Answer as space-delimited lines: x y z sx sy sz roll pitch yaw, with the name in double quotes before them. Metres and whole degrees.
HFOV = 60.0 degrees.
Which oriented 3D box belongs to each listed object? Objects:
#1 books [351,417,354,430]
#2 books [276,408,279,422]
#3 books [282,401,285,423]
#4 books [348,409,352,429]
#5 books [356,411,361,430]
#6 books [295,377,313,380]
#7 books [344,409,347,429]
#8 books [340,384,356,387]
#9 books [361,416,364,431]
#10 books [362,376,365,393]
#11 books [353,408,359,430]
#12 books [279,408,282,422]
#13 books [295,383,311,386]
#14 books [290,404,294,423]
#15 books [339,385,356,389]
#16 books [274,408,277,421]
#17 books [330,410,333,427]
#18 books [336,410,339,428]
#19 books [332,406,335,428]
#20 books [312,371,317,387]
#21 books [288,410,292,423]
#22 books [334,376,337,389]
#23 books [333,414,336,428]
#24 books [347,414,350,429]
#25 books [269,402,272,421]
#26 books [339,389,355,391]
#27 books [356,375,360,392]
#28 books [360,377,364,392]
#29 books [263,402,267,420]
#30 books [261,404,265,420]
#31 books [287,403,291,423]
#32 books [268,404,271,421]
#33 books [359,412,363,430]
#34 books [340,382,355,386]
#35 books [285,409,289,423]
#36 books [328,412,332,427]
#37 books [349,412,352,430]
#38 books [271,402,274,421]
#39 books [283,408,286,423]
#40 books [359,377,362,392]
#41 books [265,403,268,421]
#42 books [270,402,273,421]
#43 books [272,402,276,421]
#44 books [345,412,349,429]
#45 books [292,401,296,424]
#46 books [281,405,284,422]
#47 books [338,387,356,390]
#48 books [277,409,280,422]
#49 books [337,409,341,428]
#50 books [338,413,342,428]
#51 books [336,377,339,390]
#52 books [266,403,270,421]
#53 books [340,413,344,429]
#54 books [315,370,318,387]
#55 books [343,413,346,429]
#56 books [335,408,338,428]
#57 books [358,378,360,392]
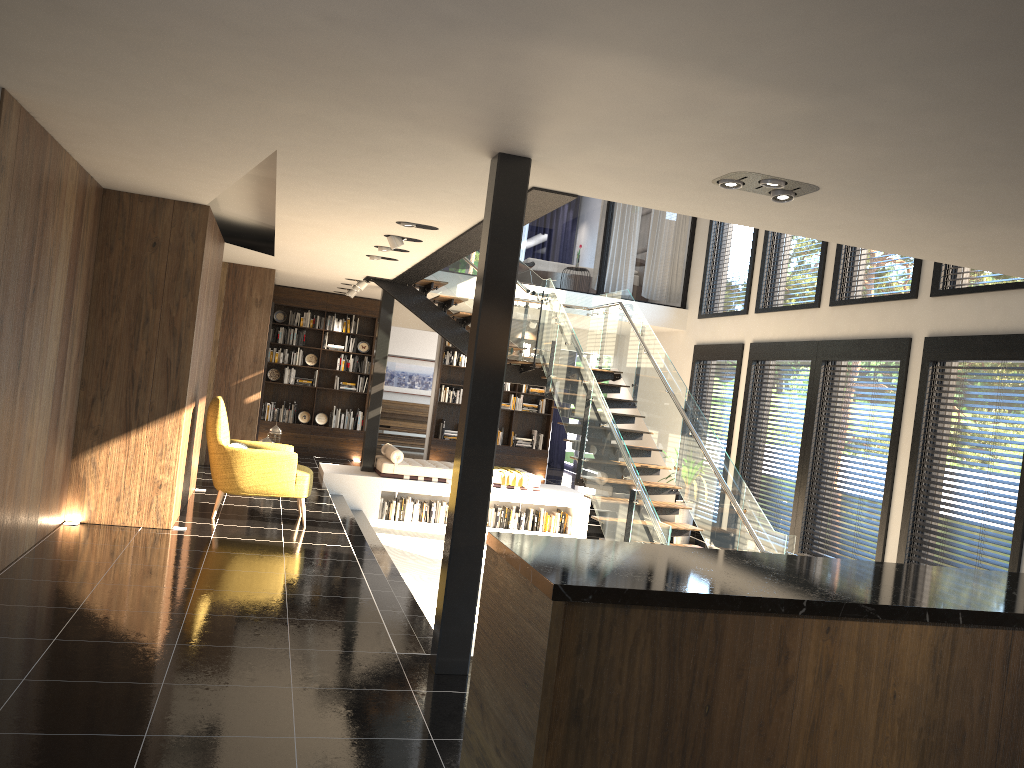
"books" -2.660 0.655 14.744 0.032 0.195 0.134 7 0 -15
"books" -3.812 0.500 14.398 0.021 0.217 0.220 7 0 -15
"books" -3.714 0.450 14.409 0.016 0.341 0.217 7 0 -15
"books" -2.695 0.581 14.699 0.016 0.332 0.195 7 0 -15
"books" -2.552 0.608 14.747 0.035 0.315 0.168 7 0 -15
"books" -3.396 -0.084 14.485 0.292 0.013 0.187 7 0 -13
"books" -2.758 0.579 14.682 0.012 0.322 0.177 7 0 -15
"books" -2.727 0.021 14.703 0.266 0.019 0.157 7 0 -14
"books" -2.499 0.649 14.767 0.029 0.247 0.139 7 0 -15
"books" -2.475 0.006 14.734 0.013 0.267 0.177 7 0 -15
"books" -2.597 0.582 14.730 0.065 0.354 0.164 7 0 -15
"books" -3.766 0.504 14.427 0.026 0.222 0.209 7 0 -15
"books" -3.412 0.008 14.502 0.262 0.032 0.154 7 0 -13
"books" -3.587 0.485 14.464 0.027 0.304 0.204 7 0 -15
"books" -2.728 0.046 14.697 0.263 0.030 0.159 7 0 -18
"books" -3.852 0.498 14.436 0.035 0.212 0.159 7 0 -15
"books" -2.980 0.573 14.646 0.024 0.278 0.135 7 0 -15
"books" -2.892 0.579 14.672 0.019 0.289 0.145 7 0 -15
"books" -2.944 0.537 14.610 0.017 0.359 0.189 7 0 -15
"books" -3.239 -0.086 14.546 0.032 0.261 0.157 7 0 -15
"books" -3.627 0.528 14.475 0.033 0.208 0.192 7 0 -15
"books" -2.916 -0.026 14.652 0.028 0.224 0.161 7 0 -15
"books" -2.940 0.610 14.660 0.034 0.215 0.104 7 0 -15
"books" -2.724 0.619 14.712 0.022 0.250 0.144 7 0 -15
"books" -3.910 0.445 14.374 0.016 0.304 0.217 7 0 -15
"books" -2.735 0.098 14.700 0.245 0.021 0.159 7 0 -13
"books" -2.565 -0.010 14.724 0.014 0.279 0.202 7 0 -15
"books" -2.513 0.007 14.773 0.038 0.257 0.138 7 0 -15
"books" -4.007 0.441 14.390 0.032 0.288 0.179 7 0 -15
"books" -4.038 0.450 14.375 0.032 0.261 0.194 7 0 -15
"books" -3.638 0.469 14.449 0.016 0.322 0.218 7 0 -15
"books" -3.929 0.460 14.364 0.022 0.269 0.215 7 0 -15
"books" -2.521 0.616 14.749 0.029 0.306 0.149 7 0 -15
"books" -2.726 -0.004 14.711 0.239 0.031 0.146 7 0 -15
"books" -3.674 0.515 14.462 0.036 0.222 0.173 7 0 -15
"books" -3.006 0.587 14.647 0.023 0.244 0.135 7 0 -15
"books" -2.681 0.603 14.704 0.018 0.292 0.191 7 0 -15
"books" -3.887 0.449 14.409 0.018 0.301 0.195 7 0 -15
"books" -3.708 0.511 14.453 0.034 0.223 0.208 7 0 -15
"books" -2.528 0.010 14.725 0.014 0.247 0.192 7 0 -15
"books" -3.977 0.447 14.365 0.014 0.282 0.232 7 0 -15
"books" -3.893 0.446 14.372 0.015 0.306 0.222 7 0 -15
"books" -3.867 0.450 14.408 0.020 0.304 0.189 7 0 -15
"books" -2.742 0.599 14.691 0.029 0.286 0.137 7 0 -15
"books" -3.556 0.462 14.447 0.019 0.356 0.235 7 0 -15
"books" -3.738 0.477 14.422 0.017 0.282 0.232 7 0 -15
"books" -2.729 0.074 14.689 0.271 0.028 0.174 7 0 -20
"books" -3.796 0.508 14.430 0.029 0.207 0.166 7 0 -15
"books" -2.868 0.566 14.662 0.019 0.321 0.161 7 0 -15
"books" -2.852 0.603 14.689 0.034 0.250 0.114 7 0 -15
"books" -2.879 -0.013 14.632 0.036 0.206 0.215 7 0 -15
"books" -3.961 0.449 14.388 0.030 0.282 0.170 7 0 -15
"books" -2.813 0.605 14.679 0.037 0.256 0.145 7 0 -15
"books" -3.207 -0.094 14.529 0.018 0.286 0.157 7 0 -15
"books" -2.786 0.607 14.700 0.025 0.260 0.114 7 0 -15
"books" -2.908 0.563 14.666 0.019 0.317 0.122 7 0 -15
"books" -2.556 0.018 14.752 0.024 0.226 0.141 7 0 -15
